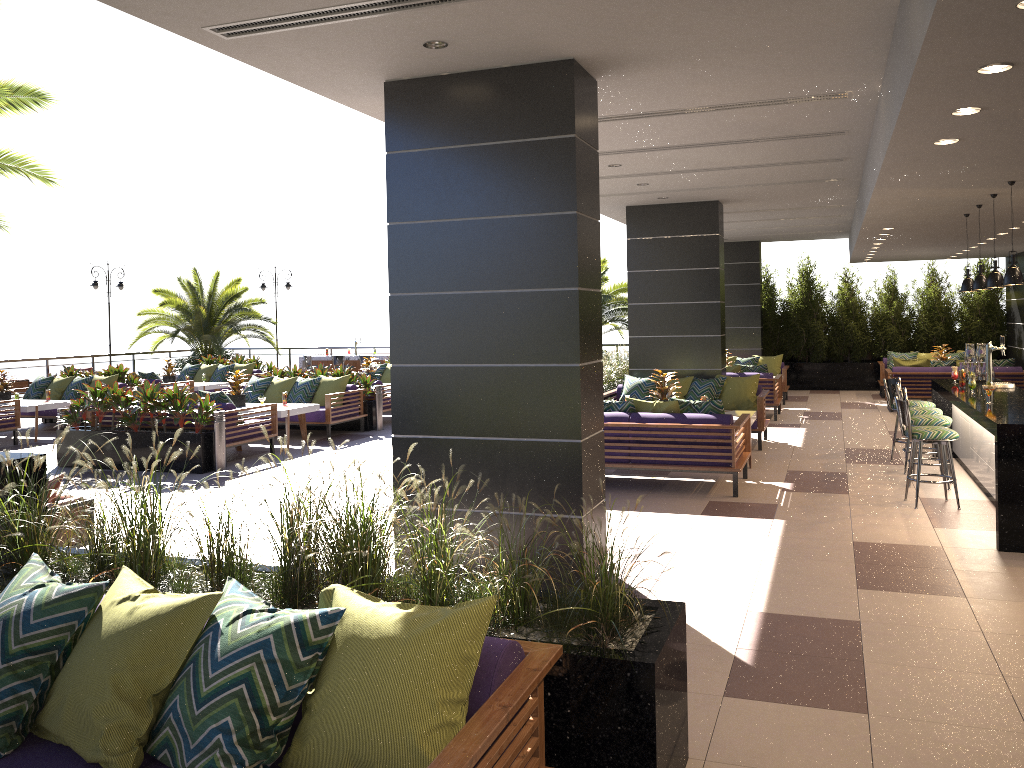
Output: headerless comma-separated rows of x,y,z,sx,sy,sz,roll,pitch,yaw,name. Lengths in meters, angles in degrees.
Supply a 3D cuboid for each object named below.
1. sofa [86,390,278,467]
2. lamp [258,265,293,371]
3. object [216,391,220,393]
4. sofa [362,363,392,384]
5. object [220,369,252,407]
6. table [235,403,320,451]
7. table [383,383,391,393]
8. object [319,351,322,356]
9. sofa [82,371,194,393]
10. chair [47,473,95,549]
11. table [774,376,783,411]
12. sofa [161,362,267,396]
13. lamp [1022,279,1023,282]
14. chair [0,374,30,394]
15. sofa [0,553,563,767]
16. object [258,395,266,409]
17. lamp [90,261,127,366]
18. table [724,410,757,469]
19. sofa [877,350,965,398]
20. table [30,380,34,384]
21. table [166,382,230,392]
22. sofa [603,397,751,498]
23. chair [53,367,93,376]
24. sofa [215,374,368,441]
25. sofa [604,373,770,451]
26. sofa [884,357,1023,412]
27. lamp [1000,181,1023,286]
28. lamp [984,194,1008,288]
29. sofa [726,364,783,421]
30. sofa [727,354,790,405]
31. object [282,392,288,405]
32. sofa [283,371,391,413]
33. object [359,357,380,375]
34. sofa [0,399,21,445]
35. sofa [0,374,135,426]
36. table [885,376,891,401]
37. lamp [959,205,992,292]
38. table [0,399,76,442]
-4.240,0.498,11.435,2.125,0.919,1.121,0,3,20,sofa
-6.442,-1.601,24.221,1.122,3.325,0.264,-1,1,20,lamp
-4.311,0.201,12.983,0.069,0.181,0.069,-2,1,-37,object
-2.164,0.031,17.204,2.125,0.919,1.121,0,3,20,sofa
-3.872,0.055,12.491,0.430,0.526,0.425,0,3,37,object
-3.852,0.592,12.522,2.036,0.553,0.943,0,4,20,table
-2.557,0.303,16.098,2.036,0.553,0.943,0,4,20,table
-4.760,-0.720,22.119,0.105,0.209,0.105,-1,1,-5,object
-7.166,0.183,16.558,2.125,0.919,1.121,0,3,20,sofa
-3.036,0.976,5.259,0.714,0.815,0.716,0,2,20,chair
3.853,0.167,16.121,2.036,0.553,0.943,0,4,20,table
-6.367,0.007,18.727,2.125,0.919,1.121,0,3,20,sofa
3.852,-1.182,6.506,0.163,0.863,0.163,-2,1,-28,lamp
-10.512,0.177,18.270,0.714,0.815,0.715,0,2,20,chair
-1.025,1.076,2.638,2.125,0.919,1.121,0,3,20,sofa
-3.398,0.243,12.042,0.106,0.197,0.106,-2,2,-37,object
-9.811,-1.337,21.586,0.264,3.325,1.123,-1,1,20,lamp
1.797,0.627,10.443,2.036,0.553,0.943,0,4,20,table
8.401,-0.211,17.496,2.125,0.919,1.121,0,3,20,sofa
-10.187,0.218,19.160,0.755,0.589,0.741,0,3,20,table
-6.757,0.279,17.620,2.036,0.553,0.943,0,4,20,table
1.305,0.555,9.074,2.125,0.919,1.121,0,3,20,sofa
-9.861,0.032,20.068,0.714,0.815,0.715,0,2,20,chair
-3.441,0.322,13.605,2.125,0.919,1.121,0,3,20,sofa
2.309,0.331,11.845,2.125,0.919,1.121,0,3,20,sofa
7.527,-0.016,15.082,2.125,0.919,1.121,0,3,20,sofa
4.154,-1.249,7.340,0.163,0.863,0.163,-2,1,-28,lamp
4.446,-1.314,8.147,0.163,0.863,0.163,-2,1,-28,lamp
3.410,0.085,14.886,2.125,0.919,1.121,0,3,20,sofa
4.284,-0.111,17.300,2.125,0.919,1.121,0,3,20,sofa
-3.220,0.205,12.556,0.067,0.189,0.084,-2,2,-40,object
-2.955,0.207,15.031,2.125,0.919,1.121,0,3,20,sofa
-2.577,-0.233,16.055,0.425,0.526,0.431,0,2,32,object
-8.443,0.474,12.958,2.125,0.919,1.121,0,3,20,sofa
-7.652,0.298,15.131,2.125,0.919,1.121,0,3,20,sofa
7.975,0.070,16.264,2.036,0.553,0.943,0,4,20,table
4.889,-1.414,9.371,0.192,0.863,1.083,-1,3,20,lamp
-8.053,0.568,14.044,2.036,0.553,0.943,0,4,20,table
